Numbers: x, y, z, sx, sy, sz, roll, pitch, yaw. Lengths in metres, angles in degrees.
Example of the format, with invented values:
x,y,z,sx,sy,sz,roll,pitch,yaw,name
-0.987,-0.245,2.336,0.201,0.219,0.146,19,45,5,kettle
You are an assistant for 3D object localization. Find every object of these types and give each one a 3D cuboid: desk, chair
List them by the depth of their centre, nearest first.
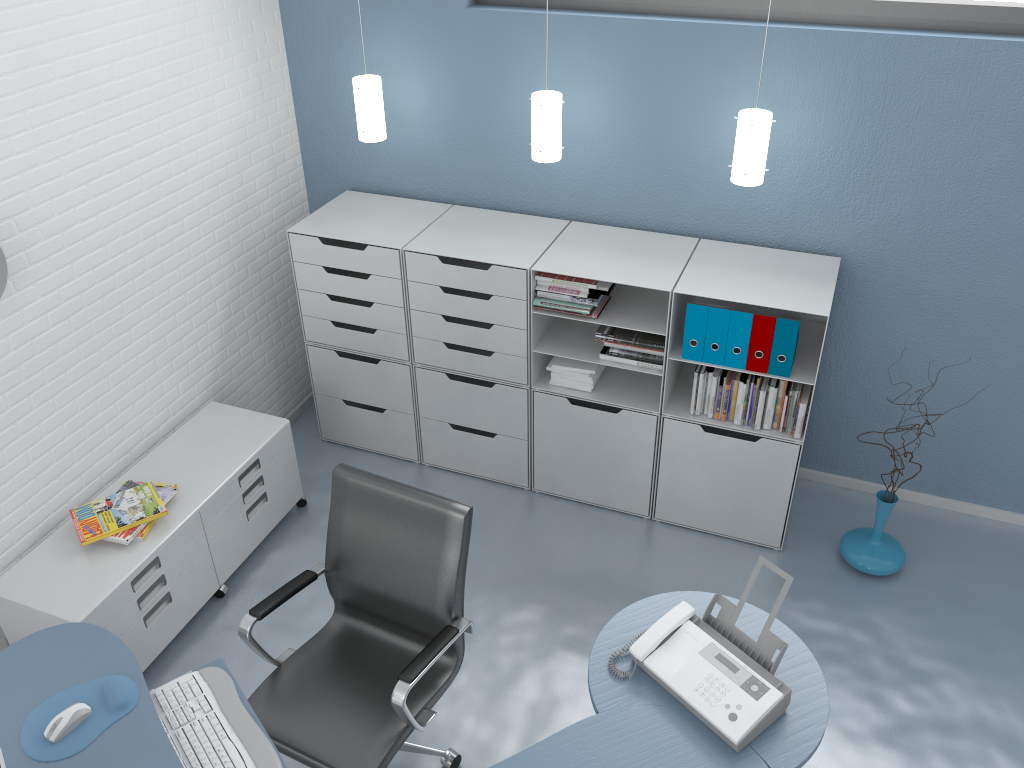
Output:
x,y,z,sx,sy,sz,roll,pitch,yaw,name
-0.292,1.280,2.147,2.282,0.900,1.402,-2,33,-2,desk
-0.470,0.861,2.755,0.584,0.948,0.652,15,36,23,chair

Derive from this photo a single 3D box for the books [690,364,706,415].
x,y,z,sx,sy,sz,roll,pitch,yaw,name
0.776,0.002,3.651,0.040,0.203,0.157,11,35,19,books

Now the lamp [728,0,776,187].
x,y,z,sx,sy,sz,roll,pitch,yaw,name
0.869,-1.513,2.851,0.120,1.786,0.120,-11,34,-16,lamp

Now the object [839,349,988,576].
x,y,z,sx,sy,sz,roll,pitch,yaw,name
1.547,0.345,3.471,0.357,0.972,0.312,-2,33,-2,object

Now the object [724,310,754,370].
x,y,z,sx,sy,sz,roll,pitch,yaw,name
0.895,-0.211,3.447,0.082,0.247,0.181,11,35,19,object

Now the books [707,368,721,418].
x,y,z,sx,sy,sz,roll,pitch,yaw,name
0.835,0.016,3.632,0.022,0.198,0.157,11,35,19,books

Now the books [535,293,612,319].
x,y,z,sx,sy,sz,roll,pitch,yaw,name
0.257,-0.345,3.694,0.265,0.019,0.209,11,35,19,books

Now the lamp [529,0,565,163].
x,y,z,sx,sy,sz,roll,pitch,yaw,name
0.126,-1.664,3.105,0.120,1.786,0.120,-11,34,-16,lamp

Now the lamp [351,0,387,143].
x,y,z,sx,sy,sz,roll,pitch,yaw,name
-0.618,-1.814,3.359,0.120,1.786,0.120,-11,34,-16,lamp

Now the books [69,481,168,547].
x,y,z,sx,sy,sz,roll,pitch,yaw,name
-1.451,0.474,3.272,0.300,0.020,0.210,-21,38,-27,books

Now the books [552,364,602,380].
x,y,z,sx,sy,sz,roll,pitch,yaw,name
0.307,-0.109,3.898,0.190,0.015,0.270,13,35,21,books

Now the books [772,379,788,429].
x,y,z,sx,sy,sz,roll,pitch,yaw,name
1.080,0.047,3.548,0.032,0.229,0.138,11,35,19,books

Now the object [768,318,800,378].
x,y,z,sx,sy,sz,roll,pitch,yaw,name
1.051,-0.180,3.394,0.082,0.247,0.181,11,35,19,object

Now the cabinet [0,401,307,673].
x,y,z,sx,sy,sz,roll,pitch,yaw,name
-1.376,0.629,3.568,0.447,0.484,1.259,11,35,18,cabinet

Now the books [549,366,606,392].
x,y,z,sx,sy,sz,roll,pitch,yaw,name
0.300,-0.057,3.928,0.190,0.015,0.270,11,35,19,books

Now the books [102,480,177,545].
x,y,z,sx,sy,sz,roll,pitch,yaw,name
-1.430,0.474,3.309,0.210,0.020,0.300,8,34,14,books

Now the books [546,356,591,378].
x,y,z,sx,sy,sz,roll,pitch,yaw,name
0.286,-0.117,3.884,0.190,0.015,0.270,11,35,19,books

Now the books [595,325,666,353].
x,y,z,sx,sy,sz,roll,pitch,yaw,name
0.511,-0.220,3.647,0.283,0.041,0.224,11,35,19,books

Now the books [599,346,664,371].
x,y,z,sx,sy,sz,roll,pitch,yaw,name
0.523,-0.141,3.700,0.265,0.034,0.212,11,35,19,books

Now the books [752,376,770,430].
x,y,z,sx,sy,sz,roll,pitch,yaw,name
1.007,0.061,3.570,0.032,0.184,0.173,11,35,19,books

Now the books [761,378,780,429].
x,y,z,sx,sy,sz,roll,pitch,yaw,name
1.043,0.056,3.560,0.040,0.203,0.157,11,35,19,books

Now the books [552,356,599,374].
x,y,z,sx,sy,sz,roll,pitch,yaw,name
0.299,-0.133,3.879,0.190,0.015,0.270,8,34,14,books

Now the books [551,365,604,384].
x,y,z,sx,sy,sz,roll,pitch,yaw,name
0.305,-0.092,3.900,0.190,0.015,0.270,11,35,19,books

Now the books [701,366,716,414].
x,y,z,sx,sy,sz,roll,pitch,yaw,name
0.813,-0.007,3.640,0.032,0.229,0.138,11,35,19,books

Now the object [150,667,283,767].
x,y,z,sx,sy,sz,roll,pitch,yaw,name
-0.786,0.914,2.259,0.276,0.028,0.478,-23,39,-30,object

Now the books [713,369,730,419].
x,y,z,sx,sy,sz,roll,pitch,yaw,name
0.860,0.019,3.622,0.032,0.203,0.157,11,35,19,books

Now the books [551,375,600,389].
x,y,z,sx,sy,sz,roll,pitch,yaw,name
0.300,-0.070,3.920,0.190,0.015,0.270,10,34,16,books

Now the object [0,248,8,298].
x,y,z,sx,sy,sz,roll,pitch,yaw,name
-1.700,-0.342,2.751,0.041,0.277,0.279,11,35,19,object

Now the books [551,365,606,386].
x,y,z,sx,sy,sz,roll,pitch,yaw,name
0.309,-0.082,3.912,0.190,0.015,0.270,12,35,20,books

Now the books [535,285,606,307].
x,y,z,sx,sy,sz,roll,pitch,yaw,name
0.256,-0.399,3.658,0.265,0.044,0.212,11,35,19,books

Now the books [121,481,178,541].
x,y,z,sx,sy,sz,roll,pitch,yaw,name
-1.426,0.475,3.344,0.210,0.020,0.300,3,33,6,books

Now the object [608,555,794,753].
x,y,z,sx,sy,sz,roll,pitch,yaw,name
0.518,0.649,2.271,0.399,0.280,0.405,-24,39,-31,object

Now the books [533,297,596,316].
x,y,z,sx,sy,sz,roll,pitch,yaw,name
0.241,-0.363,3.674,0.240,0.034,0.234,11,35,19,books

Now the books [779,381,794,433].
x,y,z,sx,sy,sz,roll,pitch,yaw,name
1.102,0.070,3.541,0.022,0.198,0.157,11,35,19,books

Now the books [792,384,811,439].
x,y,z,sx,sy,sz,roll,pitch,yaw,name
1.152,0.101,3.524,0.032,0.163,0.178,11,35,19,books

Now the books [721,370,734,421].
x,y,z,sx,sy,sz,roll,pitch,yaw,name
0.885,0.037,3.622,0.021,0.172,0.157,11,35,19,books

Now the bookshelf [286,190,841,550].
x,y,z,sx,sy,sz,roll,pitch,yaw,name
0.176,-0.114,4.053,2.294,1.141,0.521,11,35,19,bookshelf

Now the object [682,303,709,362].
x,y,z,sx,sy,sz,roll,pitch,yaw,name
0.740,-0.243,3.500,0.082,0.247,0.181,11,35,19,object

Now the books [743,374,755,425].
x,y,z,sx,sy,sz,roll,pitch,yaw,name
0.968,0.040,3.586,0.017,0.203,0.155,11,35,19,books

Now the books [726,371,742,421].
x,y,z,sx,sy,sz,roll,pitch,yaw,name
0.912,0.030,3.612,0.032,0.193,0.146,11,35,19,books

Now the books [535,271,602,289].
x,y,z,sx,sy,sz,roll,pitch,yaw,name
0.251,-0.457,3.621,0.258,0.024,0.212,11,35,19,books

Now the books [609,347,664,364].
x,y,z,sx,sy,sz,roll,pitch,yaw,name
0.541,-0.161,3.678,0.224,0.023,0.212,11,35,19,books

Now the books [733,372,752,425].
x,y,z,sx,sy,sz,roll,pitch,yaw,name
0.940,0.032,3.587,0.038,0.217,0.166,11,35,19,books

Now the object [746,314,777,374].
x,y,z,sx,sy,sz,roll,pitch,yaw,name
0.973,-0.195,3.421,0.082,0.247,0.181,11,35,19,object

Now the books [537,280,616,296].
x,y,z,sx,sy,sz,roll,pitch,yaw,name
0.275,-0.435,3.641,0.298,0.034,0.187,11,35,19,books

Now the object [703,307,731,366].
x,y,z,sx,sy,sz,roll,pitch,yaw,name
0.818,-0.227,3.474,0.082,0.247,0.181,11,35,19,object

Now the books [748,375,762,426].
x,y,z,sx,sy,sz,roll,pitch,yaw,name
0.985,0.026,3.567,0.021,0.247,0.157,11,35,19,books

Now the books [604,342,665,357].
x,y,z,sx,sy,sz,roll,pitch,yaw,name
0.531,-0.192,3.673,0.251,0.034,0.197,11,35,19,books

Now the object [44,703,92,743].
x,y,z,sx,sy,sz,roll,pitch,yaw,name
-1.122,0.845,2.237,0.054,0.035,0.115,18,37,27,object

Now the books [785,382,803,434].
x,y,z,sx,sy,sz,roll,pitch,yaw,name
1.127,0.073,3.531,0.032,0.203,0.157,11,35,19,books

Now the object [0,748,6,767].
x,y,z,sx,sy,sz,roll,pitch,yaw,name
-1.158,0.864,1.863,0.212,0.417,0.365,-22,38,-28,object

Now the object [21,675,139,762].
x,y,z,sx,sy,sz,roll,pitch,yaw,name
-1.112,0.834,2.267,0.213,0.026,0.285,20,38,29,object
